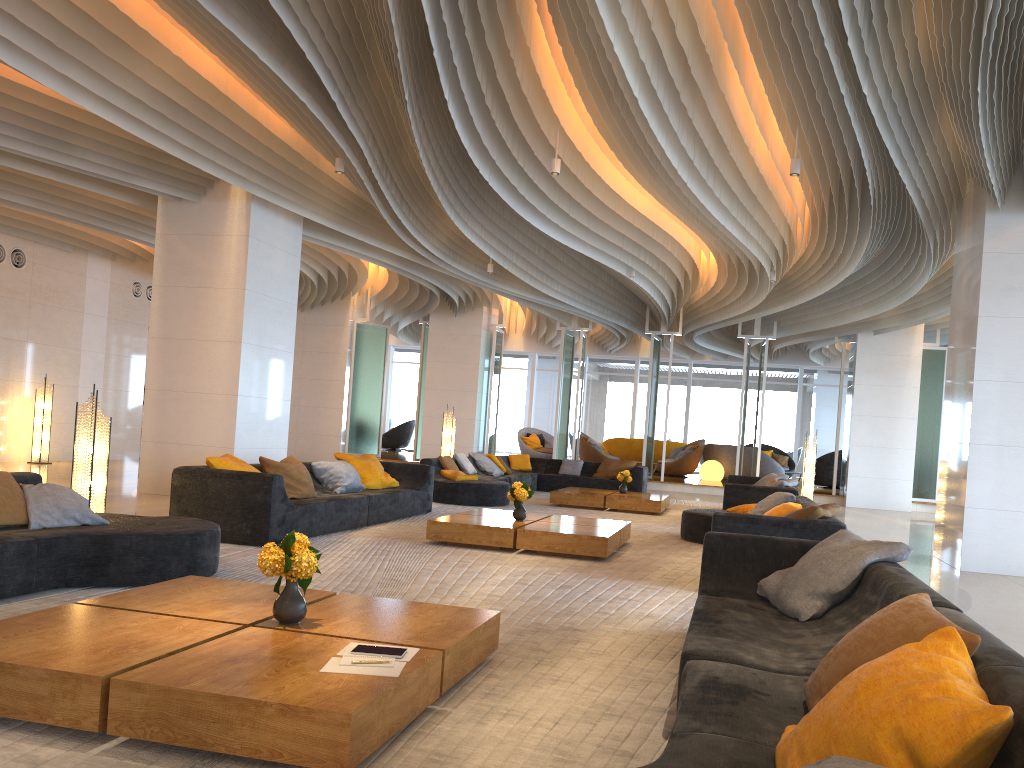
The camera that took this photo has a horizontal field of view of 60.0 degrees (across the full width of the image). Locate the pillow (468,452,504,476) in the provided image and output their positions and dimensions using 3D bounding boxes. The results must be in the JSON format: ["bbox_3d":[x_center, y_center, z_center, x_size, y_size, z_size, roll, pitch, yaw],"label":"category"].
[{"bbox_3d":[-0.423,1.327,14.719,0.543,0.376,0.656,4,-2,9],"label":"pillow"}]

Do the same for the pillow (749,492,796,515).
[{"bbox_3d":[2.609,1.281,8.900,0.457,0.416,0.671,4,-2,14],"label":"pillow"}]

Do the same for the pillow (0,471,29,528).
[{"bbox_3d":[-2.963,0.658,5.033,0.393,0.391,0.611,4,-2,17],"label":"pillow"}]

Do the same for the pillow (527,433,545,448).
[{"bbox_3d":[0.685,1.597,24.947,0.618,0.422,0.365,6,-2,-43],"label":"pillow"}]

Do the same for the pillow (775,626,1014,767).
[{"bbox_3d":[0.836,0.771,1.991,0.469,0.402,0.615,3,-2,21],"label":"pillow"}]

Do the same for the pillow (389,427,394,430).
[{"bbox_3d":[-3.632,1.453,27.088,0.456,0.408,0.513,3,-2,31],"label":"pillow"}]

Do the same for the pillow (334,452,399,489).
[{"bbox_3d":[-1.640,0.985,10.105,0.537,0.377,0.651,3,-3,36],"label":"pillow"}]

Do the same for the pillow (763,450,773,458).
[{"bbox_3d":[6.780,1.969,23.884,0.611,0.422,0.369,5,-1,-13],"label":"pillow"}]

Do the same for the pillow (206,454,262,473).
[{"bbox_3d":[-2.288,0.806,7.583,0.550,0.377,0.635,4,-2,-8],"label":"pillow"}]

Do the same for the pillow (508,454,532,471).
[{"bbox_3d":[0.145,1.459,16.547,0.412,0.316,0.338,5,-2,-15],"label":"pillow"}]

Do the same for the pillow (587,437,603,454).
[{"bbox_3d":[2.044,1.549,21.918,0.473,0.454,0.619,4,-2,-5],"label":"pillow"}]

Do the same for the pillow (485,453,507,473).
[{"bbox_3d":[-0.295,1.346,15.038,0.329,0.335,0.417,5,-2,-20],"label":"pillow"}]

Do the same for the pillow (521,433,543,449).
[{"bbox_3d":[0.562,1.585,24.556,0.464,0.454,0.631,3,-2,30],"label":"pillow"}]

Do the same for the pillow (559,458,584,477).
[{"bbox_3d":[1.089,1.538,16.342,0.403,0.312,0.325,4,-2,16],"label":"pillow"}]

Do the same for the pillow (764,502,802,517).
[{"bbox_3d":[2.254,1.200,7.514,0.446,0.394,0.643,4,-2,13],"label":"pillow"}]

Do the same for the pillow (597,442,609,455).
[{"bbox_3d":[2.247,1.627,22.579,0.455,0.408,0.513,3,-2,36],"label":"pillow"}]

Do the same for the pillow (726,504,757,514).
[{"bbox_3d":[2.633,1.366,9.432,0.594,0.192,0.443,5,-3,-22],"label":"pillow"}]

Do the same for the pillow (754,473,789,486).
[{"bbox_3d":[4.049,1.602,14.159,0.550,0.377,0.635,4,-2,-8],"label":"pillow"}]

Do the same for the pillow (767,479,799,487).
[{"bbox_3d":[3.402,1.422,11.638,0.537,0.377,0.651,3,-3,36],"label":"pillow"}]

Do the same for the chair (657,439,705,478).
[{"bbox_3d":[4.250,1.850,22.359,1.135,1.005,1.521,4,-2,2],"label":"chair"}]

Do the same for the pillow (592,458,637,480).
[{"bbox_3d":[1.873,1.556,16.182,0.627,0.377,0.557,2,-3,36],"label":"pillow"}]

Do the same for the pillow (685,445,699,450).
[{"bbox_3d":[4.510,1.729,22.374,0.374,0.422,0.603,4,-2,-8],"label":"pillow"}]

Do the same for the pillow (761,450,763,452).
[{"bbox_3d":[6.480,1.951,23.600,0.631,0.454,0.464,5,-2,-30],"label":"pillow"}]

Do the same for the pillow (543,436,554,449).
[{"bbox_3d":[1.101,1.675,24.993,0.510,0.408,0.458,5,-2,-19],"label":"pillow"}]

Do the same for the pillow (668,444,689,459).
[{"bbox_3d":[4.262,1.746,22.687,0.479,0.454,0.612,5,-2,-25],"label":"pillow"}]

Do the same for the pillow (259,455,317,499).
[{"bbox_3d":[-2.057,0.875,8.195,0.439,0.409,0.608,4,-2,16],"label":"pillow"}]

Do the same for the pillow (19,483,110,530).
[{"bbox_3d":[-2.708,0.729,5.329,0.437,0.246,0.462,6,-3,-41],"label":"pillow"}]

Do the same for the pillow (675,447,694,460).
[{"bbox_3d":[4.291,1.740,22.004,0.459,0.408,0.509,4,-2,16],"label":"pillow"}]

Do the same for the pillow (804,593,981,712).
[{"bbox_3d":[1.020,0.794,2.469,0.367,0.374,0.581,4,-2,13],"label":"pillow"}]

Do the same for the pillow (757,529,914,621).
[{"bbox_3d":[1.498,0.894,4.222,0.550,0.377,0.635,4,-2,-8],"label":"pillow"}]

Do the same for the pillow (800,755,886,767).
[{"bbox_3d":[0.565,0.787,1.491,0.446,0.209,0.577,5,-3,-26],"label":"pillow"}]

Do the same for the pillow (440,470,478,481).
[{"bbox_3d":[-0.750,1.301,12.603,0.425,0.136,0.403,7,-4,-42],"label":"pillow"}]

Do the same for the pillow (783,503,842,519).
[{"bbox_3d":[2.125,1.068,6.663,0.537,0.377,0.651,3,-3,36],"label":"pillow"}]

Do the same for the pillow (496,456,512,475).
[{"bbox_3d":[-0.189,1.389,15.176,0.334,0.319,0.407,5,-2,-18],"label":"pillow"}]

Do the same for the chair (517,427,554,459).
[{"bbox_3d":[0.824,1.736,24.751,1.545,1.005,1.116,5,-2,-34],"label":"chair"}]

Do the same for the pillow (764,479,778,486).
[{"bbox_3d":[3.821,1.570,13.340,0.319,0.312,0.411,4,-2,12],"label":"pillow"}]

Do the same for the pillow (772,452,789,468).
[{"bbox_3d":[7.156,2.033,23.714,0.500,0.408,0.467,4,-2,11],"label":"pillow"}]

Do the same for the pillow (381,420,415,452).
[{"bbox_3d":[-3.580,1.569,27.443,1.124,1.005,1.535,4,-2,17],"label":"pillow"}]

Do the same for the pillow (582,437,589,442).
[{"bbox_3d":[1.924,1.543,22.301,0.369,0.422,0.611,4,-2,12],"label":"pillow"}]

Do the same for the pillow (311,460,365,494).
[{"bbox_3d":[-1.799,0.986,9.211,0.416,0.377,0.593,4,-2,16],"label":"pillow"}]

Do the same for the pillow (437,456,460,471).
[{"bbox_3d":[-0.893,1.207,12.959,0.325,0.311,0.428,4,-2,16],"label":"pillow"}]
